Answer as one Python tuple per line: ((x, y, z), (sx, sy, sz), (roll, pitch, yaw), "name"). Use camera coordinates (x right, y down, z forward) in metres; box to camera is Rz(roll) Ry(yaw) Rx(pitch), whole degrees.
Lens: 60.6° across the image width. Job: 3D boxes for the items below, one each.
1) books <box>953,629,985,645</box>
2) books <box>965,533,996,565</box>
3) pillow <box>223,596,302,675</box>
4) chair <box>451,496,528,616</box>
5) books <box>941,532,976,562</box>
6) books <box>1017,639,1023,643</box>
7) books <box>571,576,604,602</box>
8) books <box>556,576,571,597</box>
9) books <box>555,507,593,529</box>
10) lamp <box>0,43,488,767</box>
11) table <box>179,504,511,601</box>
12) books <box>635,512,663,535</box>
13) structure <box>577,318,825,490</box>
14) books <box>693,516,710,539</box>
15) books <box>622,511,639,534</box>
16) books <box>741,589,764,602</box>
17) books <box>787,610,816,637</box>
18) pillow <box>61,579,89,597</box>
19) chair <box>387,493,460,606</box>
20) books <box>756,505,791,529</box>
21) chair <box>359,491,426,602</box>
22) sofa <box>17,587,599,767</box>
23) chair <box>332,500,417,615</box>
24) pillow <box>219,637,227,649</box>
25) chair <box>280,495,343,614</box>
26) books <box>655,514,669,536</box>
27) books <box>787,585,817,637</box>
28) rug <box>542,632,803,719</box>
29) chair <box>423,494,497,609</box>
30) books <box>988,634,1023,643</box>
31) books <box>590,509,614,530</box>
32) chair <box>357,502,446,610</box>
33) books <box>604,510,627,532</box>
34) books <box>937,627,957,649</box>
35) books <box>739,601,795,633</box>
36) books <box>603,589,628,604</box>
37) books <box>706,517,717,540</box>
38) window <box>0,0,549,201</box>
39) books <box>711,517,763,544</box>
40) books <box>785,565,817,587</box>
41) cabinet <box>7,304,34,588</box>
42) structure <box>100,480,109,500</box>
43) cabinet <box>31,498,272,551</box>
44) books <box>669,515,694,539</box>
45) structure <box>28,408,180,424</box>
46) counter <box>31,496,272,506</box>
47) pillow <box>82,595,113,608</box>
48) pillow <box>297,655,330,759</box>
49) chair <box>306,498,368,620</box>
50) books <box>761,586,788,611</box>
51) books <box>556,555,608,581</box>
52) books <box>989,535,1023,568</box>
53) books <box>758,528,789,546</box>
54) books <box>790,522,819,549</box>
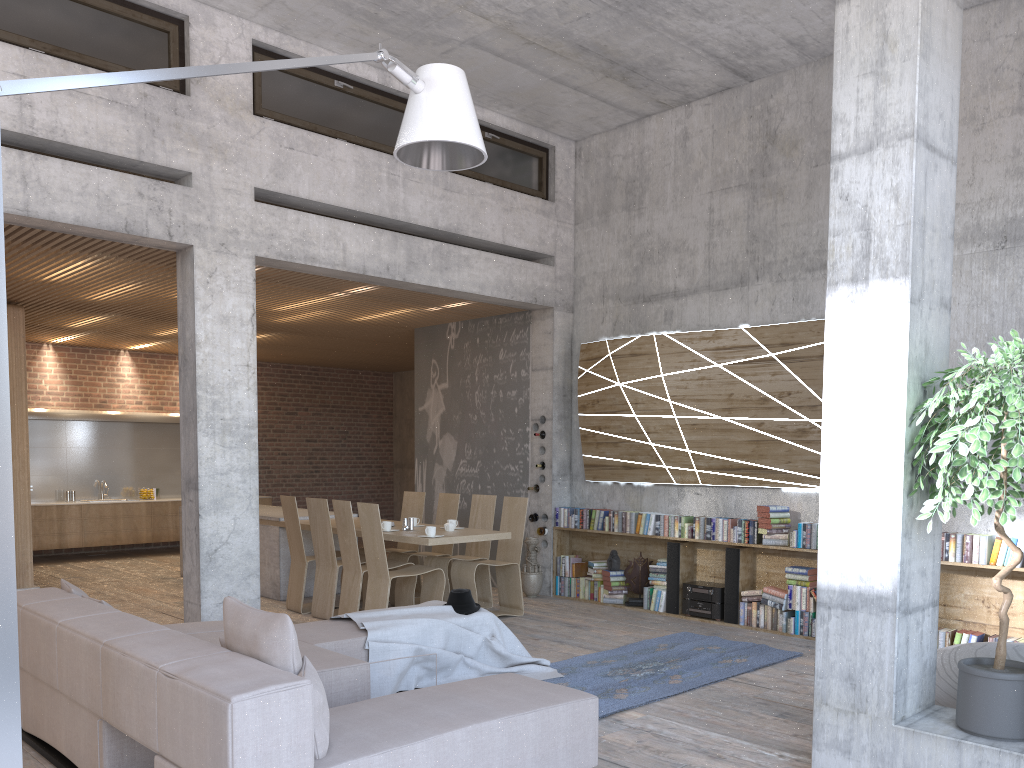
((3.611, 2.075, 6.957), (0.189, 0.229, 0.199), (0, 1, -44), "books")
((3.626, 1.277, 6.794), (0.189, 0.222, 0.155), (0, 1, -44), "books")
((-1.038, 1.198, 3.714), (0.221, 0.560, 0.562), (-2, 2, -42), "pillow")
((-0.219, 1.727, 8.706), (0.720, 1.202, 0.347), (-1, 4, -44), "chair")
((3.494, 1.291, 6.967), (0.278, 0.221, 0.209), (-1, -1, 45), "books")
((3.907, 2.048, 6.599), (0.189, 0.222, 0.155), (0, 1, -44), "books")
((0.897, 2.267, 9.741), (0.242, 0.239, 0.494), (1, -2, -44), "books")
((0.610, 2.295, 9.997), (0.204, 0.221, 0.273), (0, -1, -44), "books")
((0.724, 1.502, 9.838), (0.214, 0.221, 0.489), (0, -2, -44), "books")
((-1.082, 0.183, 3.453), (0.753, 3.444, 2.622), (3, 2, 34), "lamp")
((-2.166, 1.948, 9.902), (1.011, 0.926, 5.185), (1, -3, -44), "table")
((1.427, 1.444, 9.077), (0.189, 0.230, 0.249), (0, 0, -44), "books")
((1.939, 0.233, 8.526), (0.358, 1.541, 3.410), (-3, 0, -44), "structure")
((1.900, 1.421, 8.655), (0.204, 0.222, 0.155), (0, 1, -44), "books")
((1.276, 1.456, 9.234), (0.189, 0.222, 0.155), (0, 1, -44), "books")
((2.303, 1.987, 8.241), (0.191, 0.140, 0.234), (2, -3, -43), "books")
((2.629, 2.140, 7.893), (0.214, 0.222, 0.226), (0, 0, -44), "books")
((-2.621, 1.375, 5.310), (0.187, 0.368, 0.361), (-2, 1, -39), "pillow")
((-0.944, 1.778, 9.412), (0.720, 1.202, 0.347), (-1, 4, -44), "chair")
((2.397, 1.220, 8.031), (0.246, 0.212, 0.189), (1, 0, -22), "books")
((-1.338, 1.801, 9.734), (0.348, 1.202, 0.720), (3, 3, 40), "chair")
((-0.925, 1.626, 5.144), (3.012, 0.788, 2.996), (4, -5, -44), "sofa")
((-1.304, 1.694, 8.367), (0.721, 1.202, 0.347), (-1, 4, -39), "chair")
((-1.143, 1.321, 3.980), (0.376, 0.374, 0.168), (0, 2, 20), "pillow")
((-1.989, 1.749, 9.111), (0.721, 1.202, 0.347), (-1, 4, -39), "chair")
((1.564, 1.441, 8.934), (0.154, 0.222, 0.155), (-1, 2, -44), "books")
((2.704, 2.029, 7.825), (0.214, 0.451, 0.451), (-2, 2, -44), "books")
((0.923, 2.142, 6.559), (2.918, 0.049, 1.162), (5, -6, -44), "rug")
((-0.535, 1.756, 9.104), (0.347, 1.202, 0.720), (3, 3, 42), "chair")
((3.775, 2.062, 6.773), (0.278, 0.221, 0.209), (-1, -1, 45), "books")
((0.979, 1.483, 9.591), (0.189, 0.229, 0.199), (0, 1, -44), "books")
((-0.999, 1.664, 7.959), (0.720, 1.202, 0.347), (-1, 4, -40), "chair")
((1.144, 1.470, 9.407), (0.278, 0.221, 0.209), (-1, -1, 45), "books")
((3.417, 2.086, 7.098), (0.278, 0.221, 0.209), (-1, -1, 45), "books")
((2.390, 2.154, 8.187), (0.242, 0.239, 0.494), (1, -2, -44), "books")
((1.111, 2.283, 9.439), (0.261, 0.151, 0.248), (0, -2, 2), "books")
((1.967, 1.414, 8.574), (0.189, 0.222, 0.055), (0, 3, -44), "books")
((-2.637, -2.541, 6.819), (8.438, 0.611, 0.113), (5, 0, -44), "window")
((2.154, 1.396, 8.353), (0.214, 0.221, 0.489), (0, -2, -44), "books")
((2.619, 1.737, 7.914), (0.189, 0.161, 0.239), (1, -2, -44), "books")
((-7.177, 0.760, 10.579), (1.513, 3.145, 3.751), (-2, 1, -44), "cabinet")
((-6.292, 1.729, 13.596), (0.114, 0.479, 0.247), (-3, 4, -44), "structure")
((-5.948, 1.472, 13.949), (4.115, 2.082, 1.072), (3, 0, -44), "cabinet")
((1.715, 1.431, 8.779), (0.170, 0.222, 0.276), (0, 0, -43), "books")
((-5.950, 0.528, 13.890), (4.079, 0.157, 0.208), (5, -4, -44), "structure")
((-5.803, 1.833, 13.823), (4.079, 0.020, 0.653), (5, -6, -44), "counter")
((-2.334, 1.392, 5.044), (0.186, 0.361, 0.370), (-2, 1, -44), "pillow")
((-0.813, 1.313, 3.533), (0.151, 0.378, 0.368), (0, 0, -11), "pillow")
((-1.643, 1.721, 8.742), (0.347, 1.202, 0.720), (4, 4, 43), "chair")
((2.425, 1.960, 8.027), (0.154, 0.193, 0.243), (0, 0, -44), "books")
((0.822, 2.060, 9.797), (0.300, 0.263, 0.716), (1, -3, -39), "books")
((3.777, 1.266, 6.637), (0.189, 0.230, 0.249), (0, 0, -44), "books")
((2.408, 1.400, 8.040), (0.284, 0.151, 0.221), (0, -2, 4), "books")
((2.650, 1.349, 7.820), (0.278, 0.221, 0.209), (-1, -1, 45), "books")
